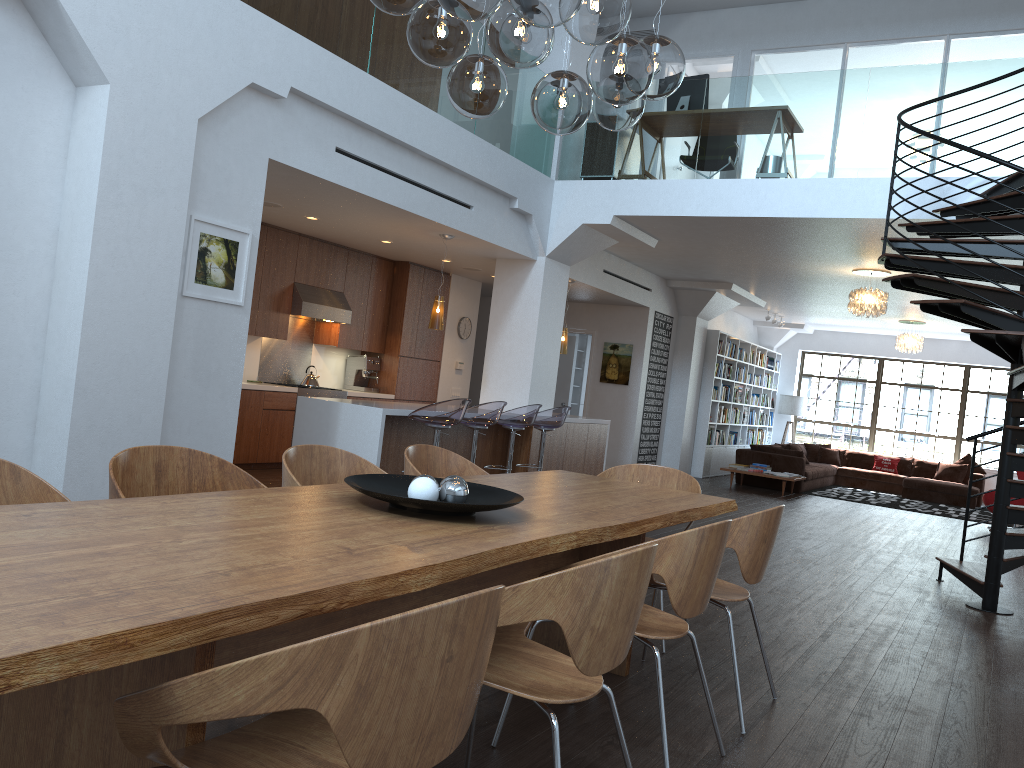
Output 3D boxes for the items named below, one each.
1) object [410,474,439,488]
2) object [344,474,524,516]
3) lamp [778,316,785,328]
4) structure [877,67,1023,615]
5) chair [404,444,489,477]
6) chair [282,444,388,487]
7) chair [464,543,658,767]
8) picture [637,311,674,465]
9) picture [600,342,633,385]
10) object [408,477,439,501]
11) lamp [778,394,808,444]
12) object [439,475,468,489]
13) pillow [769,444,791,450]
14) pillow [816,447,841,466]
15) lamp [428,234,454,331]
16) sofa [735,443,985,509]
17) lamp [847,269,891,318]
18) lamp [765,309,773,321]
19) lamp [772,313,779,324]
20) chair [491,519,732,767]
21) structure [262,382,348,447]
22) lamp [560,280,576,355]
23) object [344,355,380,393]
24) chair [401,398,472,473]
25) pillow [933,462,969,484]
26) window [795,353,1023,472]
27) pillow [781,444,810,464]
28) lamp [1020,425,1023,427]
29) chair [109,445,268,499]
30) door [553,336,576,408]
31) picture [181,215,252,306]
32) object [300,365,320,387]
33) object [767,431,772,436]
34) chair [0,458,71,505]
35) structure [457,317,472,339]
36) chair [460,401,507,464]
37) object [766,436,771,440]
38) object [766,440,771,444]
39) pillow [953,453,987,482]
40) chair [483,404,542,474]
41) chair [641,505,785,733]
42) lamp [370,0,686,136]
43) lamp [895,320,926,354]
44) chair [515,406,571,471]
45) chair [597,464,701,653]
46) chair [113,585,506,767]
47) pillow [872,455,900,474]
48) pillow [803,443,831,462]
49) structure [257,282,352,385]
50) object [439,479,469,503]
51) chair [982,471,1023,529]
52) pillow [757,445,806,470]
[{"bbox_3d":[-0.290,0.348,2.930,0.100,0.100,0.100,7,0,-16],"label":"object"},{"bbox_3d":[-0.257,0.375,2.918,0.592,0.066,0.592,7,0,-13],"label":"object"},{"bbox_3d":[5.040,-1.159,16.595,0.120,0.211,0.111,7,0,4],"label":"lamp"},{"bbox_3d":[3.621,-0.575,6.243,1.998,4.352,1.998,7,0,-10],"label":"structure"},{"bbox_3d":[-0.252,0.741,4.235,0.618,0.833,0.629,7,0,28],"label":"chair"},{"bbox_3d":[-0.649,0.695,3.564,0.618,0.833,0.629,7,0,29],"label":"chair"},{"bbox_3d":[0.032,0.780,2.307,0.618,0.833,0.629,7,0,29],"label":"chair"},{"bbox_3d":[2.181,0.121,13.462,0.021,2.380,0.800,7,0,30],"label":"picture"},{"bbox_3d":[1.540,-0.302,13.102,0.450,0.600,0.030,7,0,29],"label":"picture"},{"bbox_3d":[-0.282,0.346,2.827,0.100,0.100,0.100,7,0,-16],"label":"object"},{"bbox_3d":[5.684,1.031,18.185,0.545,1.579,0.545,7,0,18],"label":"lamp"},{"bbox_3d":[-0.195,0.354,2.962,0.100,0.100,0.100,7,0,-16],"label":"object"},{"bbox_3d":[4.399,1.162,14.394,0.269,0.411,0.559,7,0,-15],"label":"pillow"},{"bbox_3d":[6.015,1.372,16.862,0.489,0.337,0.238,7,0,-1],"label":"pillow"},{"bbox_3d":[0.626,-1.270,8.941,2.842,1.807,0.149,7,0,-21],"label":"lamp"},{"bbox_3d":[6.065,1.546,15.142,3.481,0.664,4.197,7,0,29],"label":"sofa"},{"bbox_3d":[4.242,-1.063,10.543,0.442,0.539,0.441,7,0,-18],"label":"lamp"},{"bbox_3d":[4.539,-1.216,15.703,0.120,0.211,0.111,7,0,-26],"label":"lamp"},{"bbox_3d":[4.786,-1.188,16.144,0.120,0.211,0.111,7,0,-11],"label":"lamp"},{"bbox_3d":[0.388,0.821,2.982,0.618,0.833,0.629,7,0,31],"label":"chair"},{"bbox_3d":[-2.344,0.480,9.826,0.662,0.919,0.811,7,0,29],"label":"structure"},{"bbox_3d":[0.655,-0.815,10.825,0.149,0.900,0.149,7,0,-16],"label":"lamp"},{"bbox_3d":[-1.774,-0.128,10.851,0.439,0.455,0.284,7,0,29],"label":"object"},{"bbox_3d":[-0.628,0.593,7.160,0.481,1.014,0.530,7,0,31],"label":"chair"},{"bbox_3d":[7.837,1.573,15.853,0.248,0.362,0.542,7,0,-40],"label":"pillow"},{"bbox_3d":[8.052,0.524,17.590,4.648,1.905,0.114,7,0,29],"label":"window"},{"bbox_3d":[5.001,1.253,15.691,0.625,0.391,0.325,7,0,-44],"label":"pillow"},{"bbox_3d":[9.362,1.476,15.974,0.545,1.579,0.545,7,0,40],"label":"lamp"},{"bbox_3d":[-1.022,0.653,2.899,0.618,0.833,0.629,7,0,29],"label":"chair"},{"bbox_3d":[0.570,0.194,14.566,0.826,2.032,0.174,7,0,29],"label":"door"},{"bbox_3d":[-1.891,-0.784,5.702,0.018,0.500,0.500,7,0,29],"label":"picture"},{"bbox_3d":[-2.290,-0.095,10.107,0.222,0.235,0.222,7,0,4],"label":"object"},{"bbox_3d":[5.106,0.999,18.153,0.316,0.088,0.410,7,0,29],"label":"object"},{"bbox_3d":[-1.397,0.610,2.230,0.618,0.833,0.629,7,0,29],"label":"chair"},{"bbox_3d":[-0.638,-0.753,11.960,0.040,0.300,0.300,7,0,29],"label":"structure"},{"bbox_3d":[-0.344,0.626,7.725,0.481,1.014,0.530,7,0,27],"label":"chair"},{"bbox_3d":[5.102,1.086,18.149,0.331,0.088,0.410,7,0,29],"label":"object"},{"bbox_3d":[5.092,1.174,18.149,0.331,0.088,0.410,7,0,29],"label":"object"},{"bbox_3d":[8.106,1.522,15.895,0.651,0.587,0.335,7,0,8],"label":"pillow"},{"bbox_3d":[-0.018,0.663,8.271,0.481,1.014,0.530,7,0,27],"label":"chair"},{"bbox_3d":[0.769,0.863,3.647,0.617,0.830,0.629,7,0,29],"label":"chair"},{"bbox_3d":[0.181,-2.033,3.184,0.849,2.140,1.787,7,0,28],"label":"lamp"},{"bbox_3d":[6.713,-0.782,14.951,0.442,0.539,0.441,7,0,-18],"label":"lamp"},{"bbox_3d":[0.290,0.698,8.820,0.481,1.014,0.530,7,0,31],"label":"chair"},{"bbox_3d":[0.636,0.846,4.593,0.629,0.833,0.618,7,0,24],"label":"chair"},{"bbox_3d":[-0.360,0.736,1.634,0.618,0.833,0.629,7,0,29],"label":"chair"},{"bbox_3d":[6.956,1.501,16.489,0.465,0.308,0.220,7,0,26],"label":"pillow"},{"bbox_3d":[5.899,1.340,17.040,0.580,0.418,0.334,7,0,3],"label":"pillow"},{"bbox_3d":[-2.283,-0.523,9.856,0.529,1.110,0.811,7,0,29],"label":"structure"},{"bbox_3d":[-0.187,0.355,2.860,0.100,0.100,0.100,7,0,-16],"label":"object"},{"bbox_3d":[6.763,1.468,11.849,0.798,1.006,0.801,7,0,-35],"label":"chair"},{"bbox_3d":[4.297,1.193,14.144,0.750,0.364,0.289,7,0,29],"label":"pillow"}]
